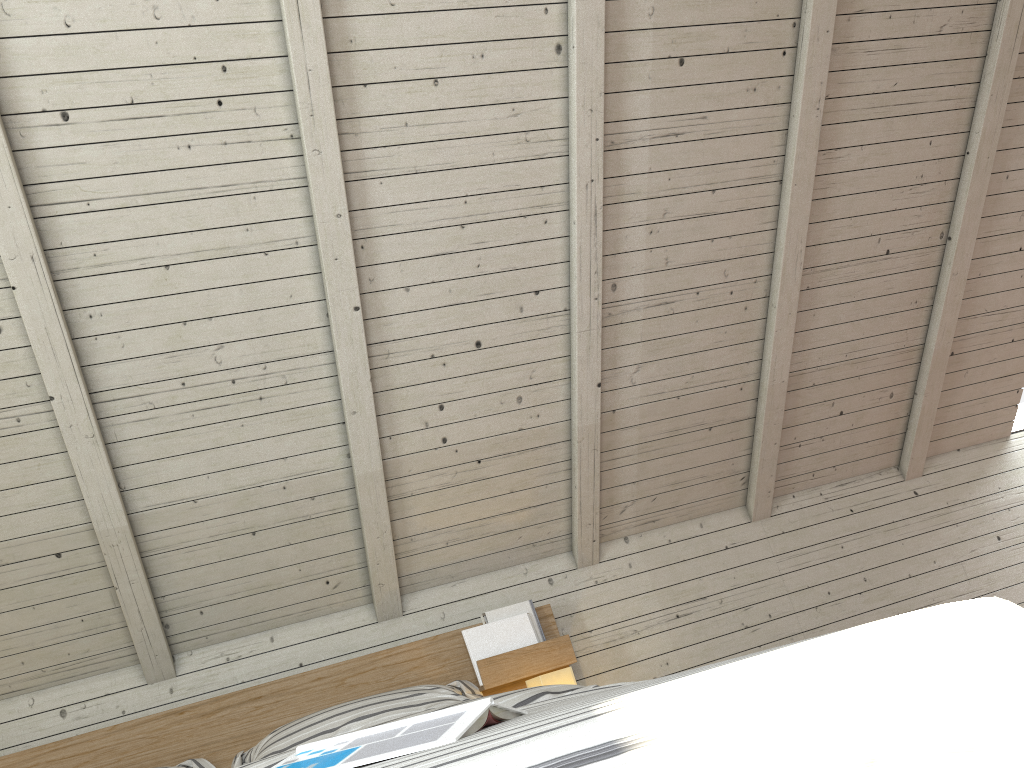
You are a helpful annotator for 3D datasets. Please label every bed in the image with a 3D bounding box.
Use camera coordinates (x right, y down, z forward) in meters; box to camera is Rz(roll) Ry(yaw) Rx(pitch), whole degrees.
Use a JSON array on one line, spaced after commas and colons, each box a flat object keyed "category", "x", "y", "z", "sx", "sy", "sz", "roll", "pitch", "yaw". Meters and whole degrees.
[{"category": "bed", "x": -0.470, "y": 0.734, "z": 1.255, "sx": 1.855, "sy": 0.684, "sz": 1.955, "roll": -11, "pitch": -20, "yaw": -17}]

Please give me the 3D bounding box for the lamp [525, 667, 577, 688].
[{"category": "lamp", "x": 0.126, "y": 0.830, "z": 2.148, "sx": 0.089, "sy": 0.245, "sz": 0.093, "roll": -11, "pitch": -16, "yaw": -27}]
